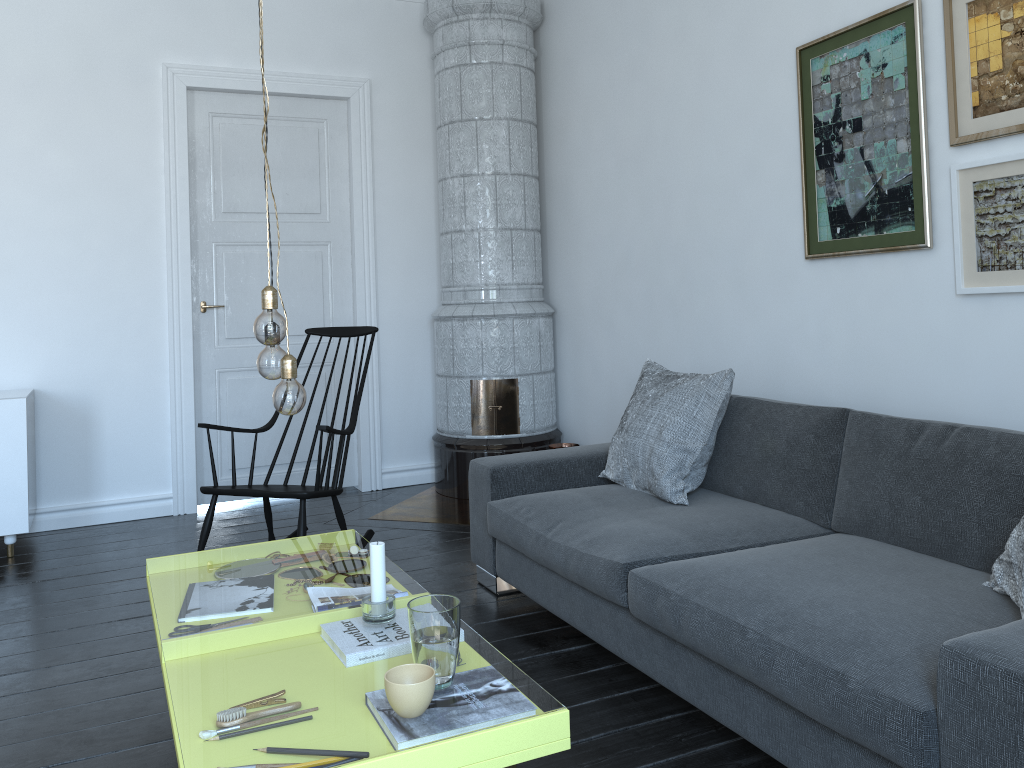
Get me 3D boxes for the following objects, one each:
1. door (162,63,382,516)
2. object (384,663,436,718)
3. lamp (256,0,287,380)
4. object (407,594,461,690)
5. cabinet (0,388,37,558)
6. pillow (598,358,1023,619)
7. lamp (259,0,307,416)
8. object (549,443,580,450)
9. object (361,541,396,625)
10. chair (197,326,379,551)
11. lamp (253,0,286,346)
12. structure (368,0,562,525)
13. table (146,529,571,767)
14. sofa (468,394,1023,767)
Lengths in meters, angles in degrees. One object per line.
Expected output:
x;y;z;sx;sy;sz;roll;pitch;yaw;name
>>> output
-1.371;-0.571;5.098;1.171;2.480;0.115;-2;-1;-25;door
-0.172;0.526;1.496;0.087;0.067;0.087;-2;3;3;object
-0.581;-0.758;2.054;0.074;1.500;0.086;-3;-2;26;lamp
-0.141;0.473;1.610;0.097;0.146;0.098;-2;1;26;object
-2.860;0.453;3.992;1.203;0.737;0.589;-4;2;-25;cabinet
0.896;0.219;2.598;0.479;0.491;2.058;-3;5;-20;pillow
-0.524;-0.680;1.967;0.089;1.500;0.074;-2;-2;-1;lamp
0.296;0.485;4.917;0.176;0.281;0.173;-2;0;-25;object
-0.297;0.434;1.949;0.074;0.174;0.074;-2;0;10;object
-0.914;0.275;3.742;0.611;1.006;0.908;-2;1;20;chair
-0.567;-0.835;1.993;0.074;1.500;0.074;-3;-2;22;lamp
-0.214;-0.815;5.043;0.777;2.896;1.270;-2;-1;20;structure
-0.463;0.723;1.985;0.601;0.399;1.402;-3;5;-25;table
0.780;0.459;2.606;1.086;0.723;2.376;-3;5;-25;sofa
